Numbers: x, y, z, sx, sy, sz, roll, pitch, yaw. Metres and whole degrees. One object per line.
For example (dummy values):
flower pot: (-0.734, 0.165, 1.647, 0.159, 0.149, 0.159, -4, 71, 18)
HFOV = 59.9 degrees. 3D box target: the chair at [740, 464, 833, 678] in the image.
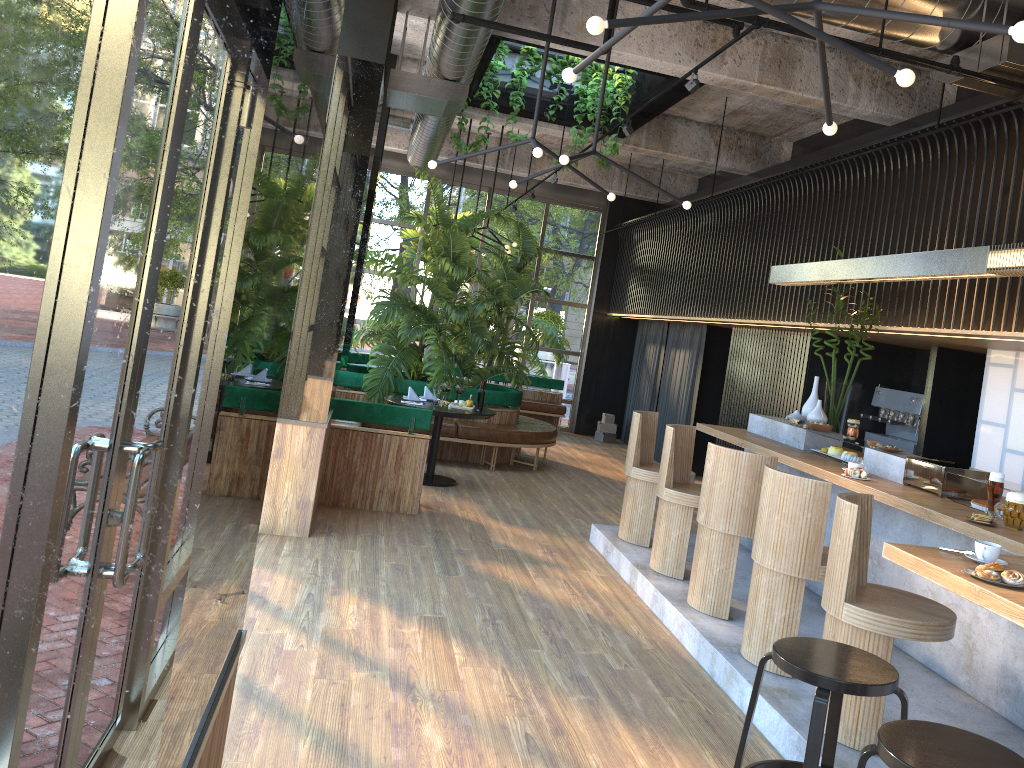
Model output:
chair: (1.501, 0.943, 4.557, 0.525, 0.970, 0.569, 9, 0, 39)

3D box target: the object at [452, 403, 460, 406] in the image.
object: (-0.547, 0.199, 8.760, 0.103, 0.013, 0.219, 8, 4, -6)

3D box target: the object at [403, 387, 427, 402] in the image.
object: (-0.946, 0.103, 8.697, 0.241, 0.139, 0.225, 7, 3, -27)

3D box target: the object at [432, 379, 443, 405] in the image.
object: (-0.729, 0.081, 8.647, 0.096, 0.245, 0.089, 9, -1, -28)

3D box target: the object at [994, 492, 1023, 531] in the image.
object: (2.352, 0.591, 4.159, 0.113, 0.172, 0.134, 9, 1, -17)

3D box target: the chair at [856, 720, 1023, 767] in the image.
chair: (1.122, 1.321, 2.326, 0.529, 0.697, 0.500, 9, 0, -21)

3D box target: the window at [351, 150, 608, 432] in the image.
window: (0.923, -1.799, 4.671, 4.216, 6.486, 20.032, 9, 3, -9)

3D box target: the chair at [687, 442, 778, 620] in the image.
chair: (1.383, 0.871, 5.349, 0.539, 0.970, 0.555, 9, 0, 12)

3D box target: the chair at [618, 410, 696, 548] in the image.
chair: (1.134, 0.731, 6.859, 0.549, 0.970, 0.545, 9, 0, -1)

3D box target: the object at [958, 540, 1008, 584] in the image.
object: (1.620, 0.603, 3.056, 0.177, 0.073, 0.429, 10, 4, 25)

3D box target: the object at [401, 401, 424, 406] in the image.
object: (-0.927, 0.179, 8.443, 0.260, 0.019, 0.155, 8, 4, -12)

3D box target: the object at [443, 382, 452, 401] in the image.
object: (-0.668, 0.088, 9.008, 0.105, 0.201, 0.099, 9, 0, -22)

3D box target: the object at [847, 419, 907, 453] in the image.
object: (2.381, 0.338, 5.968, 0.213, 0.134, 0.797, 9, 4, -3)

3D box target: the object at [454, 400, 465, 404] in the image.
object: (-0.487, 0.188, 8.876, 0.196, 0.038, 0.063, 10, 3, 22)

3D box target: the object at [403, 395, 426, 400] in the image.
object: (-0.991, 0.135, 8.937, 0.245, 0.019, 0.164, 12, 5, 39)

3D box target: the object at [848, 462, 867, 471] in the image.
object: (2.137, 0.517, 5.467, 0.137, 0.064, 0.107, 7, 3, -32)

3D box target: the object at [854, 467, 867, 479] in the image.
object: (2.053, 0.524, 5.261, 0.072, 0.060, 0.126, 7, 3, -42)

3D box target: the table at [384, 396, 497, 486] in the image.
table: (-0.755, 0.576, 8.709, 1.145, 0.750, 1.055, 7, 3, -42)

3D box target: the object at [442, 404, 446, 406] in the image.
object: (-0.670, 0.205, 8.680, 0.063, 0.013, 0.145, 8, 4, -15)

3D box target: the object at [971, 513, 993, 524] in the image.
object: (2.211, 0.633, 4.173, 0.094, 0.041, 0.145, 10, 4, 23)

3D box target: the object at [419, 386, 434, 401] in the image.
object: (-0.825, 0.098, 9.052, 0.241, 0.139, 0.225, 7, 3, -27)

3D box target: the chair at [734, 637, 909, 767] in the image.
chair: (1.025, 1.263, 2.955, 0.526, 0.697, 0.503, 9, 0, -16)

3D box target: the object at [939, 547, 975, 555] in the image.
object: (1.634, 0.614, 3.260, 0.030, 0.027, 0.131, 8, 4, -33)

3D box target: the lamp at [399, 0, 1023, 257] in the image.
lamp: (2.223, -1.919, 5.229, 5.180, 1.820, 18.598, 8, 4, -10)

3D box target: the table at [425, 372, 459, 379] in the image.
table: (-1.345, 0.226, 12.540, 1.141, 0.750, 1.060, 7, 2, -31)

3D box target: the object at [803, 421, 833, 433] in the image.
object: (2.259, 0.310, 6.568, 0.192, 0.073, 0.228, 9, 3, 9)

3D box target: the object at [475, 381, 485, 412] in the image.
object: (-0.302, 0.117, 8.683, 0.068, 0.299, 0.068, 9, -1, 5)

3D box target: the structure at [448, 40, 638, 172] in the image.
structure: (0.472, -3.065, 9.857, 2.125, 1.517, 1.444, 9, 1, 17)

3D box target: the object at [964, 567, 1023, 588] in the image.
object: (1.595, 0.639, 2.914, 0.200, 0.013, 0.212, 10, 4, 25)

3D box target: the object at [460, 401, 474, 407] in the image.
object: (-0.441, 0.187, 8.784, 0.099, 0.064, 0.163, 7, 4, -41)

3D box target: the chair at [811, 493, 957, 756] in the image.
chair: (1.603, 1.009, 3.806, 0.526, 0.970, 0.568, 9, 0, 36)

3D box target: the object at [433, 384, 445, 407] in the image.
object: (-0.699, 0.115, 8.485, 0.102, 0.209, 0.108, 9, 0, 23)

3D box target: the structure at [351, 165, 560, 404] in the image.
structure: (-0.748, -0.880, 11.054, 2.510, 3.437, 2.584, 9, 0, -27)

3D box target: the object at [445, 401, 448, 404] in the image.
object: (-0.651, 0.189, 8.816, 0.033, 0.032, 0.037, 8, 2, -13)

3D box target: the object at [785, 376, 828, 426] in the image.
object: (2.313, 0.139, 6.822, 0.307, 0.397, 0.329, 9, 1, 37)

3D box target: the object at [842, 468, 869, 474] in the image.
object: (2.112, 0.542, 5.463, 0.164, 0.020, 0.157, 8, 4, -15)

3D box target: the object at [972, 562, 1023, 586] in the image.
object: (1.603, 0.621, 2.909, 0.157, 0.052, 0.159, 11, 4, 33)

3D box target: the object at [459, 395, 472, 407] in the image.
object: (-0.450, 0.162, 8.691, 0.144, 0.124, 0.097, 8, 1, -30)

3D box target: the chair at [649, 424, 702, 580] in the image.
chair: (1.254, 0.802, 6.073, 0.569, 0.970, 0.525, 9, 0, -36)

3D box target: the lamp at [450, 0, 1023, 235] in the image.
lamp: (0.621, -2.591, 9.163, 3.862, 1.529, 9.859, 8, 4, -13)

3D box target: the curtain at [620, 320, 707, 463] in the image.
curtain: (2.188, 0.054, 13.215, 0.124, 2.057, 3.221, 9, 2, -9)

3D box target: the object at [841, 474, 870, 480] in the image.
object: (2.035, 0.552, 5.253, 0.167, 0.005, 0.167, 9, 4, 0)

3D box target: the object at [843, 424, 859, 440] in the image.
object: (2.376, 0.334, 6.224, 0.087, 0.106, 0.159, 9, 2, 35)

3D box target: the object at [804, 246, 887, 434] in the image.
object: (2.545, -0.260, 6.855, 0.652, 1.550, 0.603, 8, -1, 27)

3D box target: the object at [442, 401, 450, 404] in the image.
object: (-0.666, 0.184, 8.877, 0.099, 0.028, 0.128, 9, 4, 4)

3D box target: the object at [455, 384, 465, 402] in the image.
object: (-0.535, 0.109, 8.997, 0.105, 0.201, 0.099, 9, 0, -22)

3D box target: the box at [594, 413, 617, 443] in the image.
box: (1.523, 0.702, 14.246, 0.341, 0.442, 0.272, 9, 0, -23)

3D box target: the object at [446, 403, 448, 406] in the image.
object: (-0.638, 0.197, 8.727, 0.033, 0.031, 0.039, 9, 2, 14)

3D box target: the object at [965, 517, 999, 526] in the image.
object: (2.207, 0.648, 4.170, 0.156, 0.013, 0.144, 5, 5, -40)

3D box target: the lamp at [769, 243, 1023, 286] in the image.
lamp: (4.121, -1.445, 4.711, 5.092, 2.130, 6.600, 8, 3, -17)

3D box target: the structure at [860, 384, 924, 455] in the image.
structure: (3.728, 0.835, 8.625, 0.559, 1.595, 0.824, 9, 0, -11)

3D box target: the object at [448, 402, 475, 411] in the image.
object: (-0.495, 0.222, 8.777, 0.240, 0.019, 0.352, 9, 4, -1)

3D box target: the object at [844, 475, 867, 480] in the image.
object: (2.035, 0.550, 5.249, 0.118, 0.005, 0.124, 11, 4, 28)

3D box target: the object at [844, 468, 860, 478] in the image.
object: (2.004, 0.519, 5.234, 0.062, 0.059, 0.072, 8, 2, -21)

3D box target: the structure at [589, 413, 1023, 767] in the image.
structure: (4.133, 1.107, 4.591, 5.951, 1.728, 7.011, 8, 4, -11)

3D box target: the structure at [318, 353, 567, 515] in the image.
structure: (1.635, 0.799, 4.880, 6.141, 1.546, 19.790, 8, 4, -10)

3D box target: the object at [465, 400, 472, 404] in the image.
object: (-0.445, 0.189, 8.985, 0.059, 0.072, 0.206, 9, 3, -20)

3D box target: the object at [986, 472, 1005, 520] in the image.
object: (2.384, 0.549, 4.387, 0.073, 0.232, 0.076, 8, -1, 21)
